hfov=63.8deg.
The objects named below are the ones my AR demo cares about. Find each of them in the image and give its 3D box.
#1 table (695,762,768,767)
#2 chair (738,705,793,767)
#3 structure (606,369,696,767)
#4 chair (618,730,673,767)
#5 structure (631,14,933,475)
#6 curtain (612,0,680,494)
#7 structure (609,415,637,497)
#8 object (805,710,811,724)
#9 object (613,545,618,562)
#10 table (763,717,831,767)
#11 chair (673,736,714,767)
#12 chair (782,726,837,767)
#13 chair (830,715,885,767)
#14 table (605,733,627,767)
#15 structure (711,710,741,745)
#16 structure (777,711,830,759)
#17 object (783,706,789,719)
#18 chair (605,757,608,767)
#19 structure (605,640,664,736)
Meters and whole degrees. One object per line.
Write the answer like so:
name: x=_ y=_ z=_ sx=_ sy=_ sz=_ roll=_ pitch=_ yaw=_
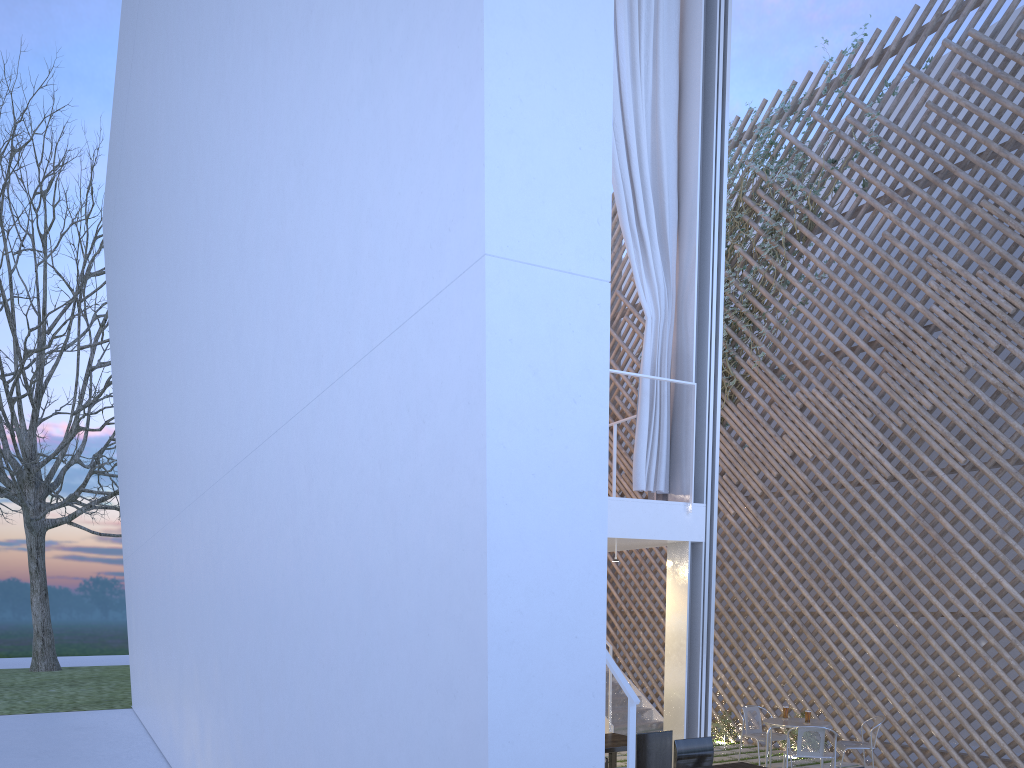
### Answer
table: x=0.856 y=1.627 z=3.105 sx=0.360 sy=0.329 sz=0.357 roll=3 pitch=-6 yaw=-28
chair: x=1.457 y=2.065 z=4.795 sx=0.262 sy=0.379 sz=0.247 roll=0 pitch=0 yaw=-28
structure: x=0.514 y=0.638 z=2.676 sx=1.365 sy=1.782 sz=1.453 roll=1 pitch=-2 yaw=-28
chair: x=0.552 y=1.725 z=3.629 sx=0.191 sy=0.438 sz=0.237 roll=-2 pitch=2 yaw=-28
structure: x=1.584 y=-0.512 z=5.509 sx=0.733 sy=2.715 sz=2.379 roll=-4 pitch=0 yaw=-37
curtain: x=0.488 y=-0.742 z=3.419 sx=0.510 sy=2.423 sz=0.095 roll=-4 pitch=8 yaw=-30
structure: x=0.390 y=0.548 z=4.485 sx=0.028 sy=0.544 sz=1.742 roll=-4 pitch=-10 yaw=-29
object: x=1.574 y=1.772 z=4.379 sx=0.031 sy=0.077 sz=0.031 roll=1 pitch=4 yaw=17
object: x=-0.685 y=1.271 z=4.242 sx=1.683 sy=0.804 sz=1.885 roll=6 pitch=-13 yaw=-30
table: x=1.545 y=2.002 z=4.490 sx=0.350 sy=0.331 sz=0.352 roll=-2 pitch=-5 yaw=24
chair: x=0.788 y=1.622 z=3.251 sx=0.191 sy=0.438 sz=0.237 roll=-2 pitch=2 yaw=-28
chair: x=1.506 y=1.890 z=4.155 sx=0.263 sy=0.379 sz=0.247 roll=0 pitch=0 yaw=17
chair: x=1.865 y=1.967 z=4.440 sx=0.249 sy=0.379 sz=0.261 roll=0 pitch=0 yaw=12
table: x=0.191 y=1.805 z=3.752 sx=0.921 sy=0.326 sz=0.357 roll=7 pitch=-8 yaw=-28
structure: x=1.498 y=2.400 z=5.758 sx=0.267 sy=0.259 sz=0.266 roll=2 pitch=-5 yaw=-21
structure: x=1.822 y=2.213 z=5.195 sx=0.296 sy=0.321 sz=0.319 roll=3 pitch=-5 yaw=-43
object: x=1.518 y=1.823 z=4.565 sx=0.031 sy=0.077 sz=0.031 roll=1 pitch=4 yaw=17
chair: x=0.329 y=1.838 z=4.041 sx=0.191 sy=0.438 sz=0.237 roll=-2 pitch=2 yaw=-28
structure: x=0.126 y=1.819 z=6.654 sx=1.180 sy=1.951 sz=1.985 roll=-1 pitch=-3 yaw=-35
